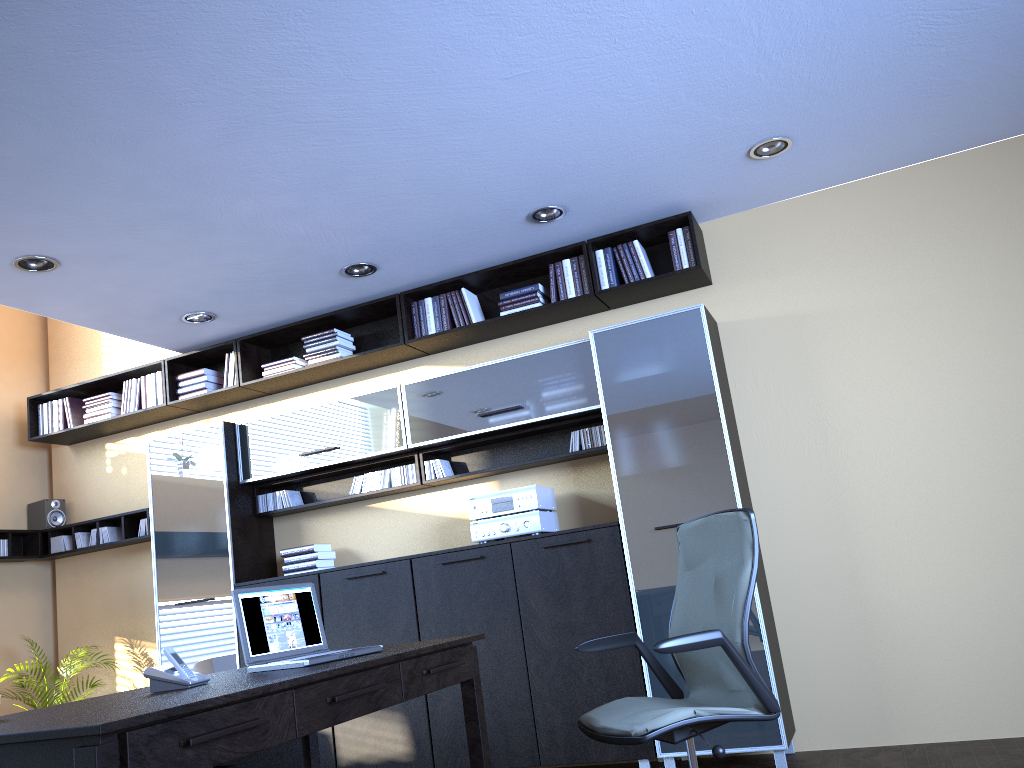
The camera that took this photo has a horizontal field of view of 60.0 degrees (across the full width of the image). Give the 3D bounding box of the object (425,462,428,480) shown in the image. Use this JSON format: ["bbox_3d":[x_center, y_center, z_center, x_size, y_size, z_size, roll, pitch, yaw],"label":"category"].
[{"bbox_3d":[-0.513,0.556,5.628,0.006,0.118,0.140,-12,-13,20],"label":"object"}]

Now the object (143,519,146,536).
[{"bbox_3d":[-2.609,1.038,6.423,0.030,0.119,0.143,-12,-13,20],"label":"object"}]

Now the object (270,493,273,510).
[{"bbox_3d":[-1.594,0.804,6.036,0.006,0.118,0.140,-12,-13,20],"label":"object"}]

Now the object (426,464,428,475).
[{"bbox_3d":[-0.503,0.555,5.629,0.009,0.119,0.143,-12,-13,20],"label":"object"}]

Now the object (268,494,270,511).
[{"bbox_3d":[-1.612,0.809,6.044,0.006,0.118,0.140,-12,-13,20],"label":"object"}]

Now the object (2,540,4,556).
[{"bbox_3d":[-3.742,1.199,6.429,0.142,0.119,0.009,-13,-13,20],"label":"object"}]

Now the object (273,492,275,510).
[{"bbox_3d":[-1.574,0.801,6.033,0.009,0.119,0.143,-12,-13,20],"label":"object"}]

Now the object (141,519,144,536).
[{"bbox_3d":[-2.628,1.043,6.430,0.030,0.119,0.143,-12,-13,20],"label":"object"}]

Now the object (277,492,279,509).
[{"bbox_3d":[-1.548,0.794,6.019,0.006,0.118,0.140,-12,-13,20],"label":"object"}]

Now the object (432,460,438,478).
[{"bbox_3d":[-0.455,0.545,5.613,0.026,0.117,0.140,-12,-13,20],"label":"object"}]

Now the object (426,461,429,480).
[{"bbox_3d":[-0.503,0.555,5.627,0.006,0.118,0.140,-12,-13,20],"label":"object"}]

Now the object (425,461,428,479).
[{"bbox_3d":[-0.512,0.557,5.632,0.009,0.119,0.143,-12,-13,20],"label":"object"}]

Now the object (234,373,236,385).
[{"bbox_3d":[-1.861,-0.088,6.203,0.075,0.258,0.208,-12,-13,20],"label":"object"}]

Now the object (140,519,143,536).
[{"bbox_3d":[-2.637,1.045,6.434,0.030,0.119,0.143,-12,-13,20],"label":"object"}]

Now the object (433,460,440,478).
[{"bbox_3d":[-0.447,0.543,5.607,0.030,0.119,0.143,-12,-13,20],"label":"object"}]

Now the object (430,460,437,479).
[{"bbox_3d":[-0.475,0.549,5.620,0.009,0.119,0.143,-12,-13,20],"label":"object"}]

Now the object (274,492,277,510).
[{"bbox_3d":[-1.566,0.798,6.028,0.009,0.119,0.143,-12,-13,20],"label":"object"}]

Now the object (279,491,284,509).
[{"bbox_3d":[-1.528,0.790,6.017,0.009,0.119,0.143,-12,-13,20],"label":"object"}]

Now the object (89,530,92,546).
[{"bbox_3d":[-3.079,1.147,6.600,0.040,0.118,0.143,-12,-13,20],"label":"object"}]

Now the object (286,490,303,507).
[{"bbox_3d":[-1.467,0.777,5.991,0.040,0.118,0.143,-12,-13,20],"label":"object"}]

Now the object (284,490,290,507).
[{"bbox_3d":[-1.483,0.779,5.993,0.030,0.119,0.143,-12,-13,20],"label":"object"}]

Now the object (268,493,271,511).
[{"bbox_3d":[-1.612,0.809,6.046,0.009,0.119,0.143,-12,-13,20],"label":"object"}]

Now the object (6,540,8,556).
[{"bbox_3d":[-3.730,1.204,6.457,0.142,0.119,0.009,-13,-13,20],"label":"object"}]

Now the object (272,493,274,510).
[{"bbox_3d":[-1.583,0.803,6.038,0.009,0.119,0.143,-12,-13,20],"label":"object"}]

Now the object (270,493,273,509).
[{"bbox_3d":[-1.594,0.805,6.038,0.009,0.119,0.143,-12,-13,20],"label":"object"}]

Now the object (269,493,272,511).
[{"bbox_3d":[-1.603,0.806,6.040,0.006,0.118,0.140,-12,-13,20],"label":"object"}]

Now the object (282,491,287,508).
[{"bbox_3d":[-1.500,0.784,6.003,0.030,0.119,0.143,-12,-13,20],"label":"object"}]

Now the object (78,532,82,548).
[{"bbox_3d":[-3.182,1.170,6.639,0.030,0.119,0.143,-12,-13,20],"label":"object"}]

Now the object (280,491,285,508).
[{"bbox_3d":[-1.510,0.786,6.006,0.026,0.117,0.140,-12,-13,20],"label":"object"}]

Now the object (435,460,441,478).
[{"bbox_3d":[-0.437,0.540,5.604,0.030,0.119,0.143,-12,-13,20],"label":"object"}]

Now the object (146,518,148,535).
[{"bbox_3d":[-2.590,1.034,6.416,0.009,0.119,0.143,-12,-13,20],"label":"object"}]

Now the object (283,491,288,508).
[{"bbox_3d":[-1.489,0.782,6.003,0.030,0.119,0.143,-12,-13,20],"label":"object"}]

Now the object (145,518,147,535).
[{"bbox_3d":[-2.608,1.038,6.423,0.030,0.123,0.142,-12,-13,20],"label":"object"}]

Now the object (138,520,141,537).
[{"bbox_3d":[-2.651,1.049,6.439,0.040,0.118,0.143,-12,-13,20],"label":"object"}]

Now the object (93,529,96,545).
[{"bbox_3d":[-3.046,1.139,6.588,0.030,0.119,0.143,-12,-13,20],"label":"object"}]

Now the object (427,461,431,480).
[{"bbox_3d":[-0.495,0.552,5.622,0.009,0.119,0.143,-12,-13,20],"label":"object"}]

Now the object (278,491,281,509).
[{"bbox_3d":[-1.539,0.792,6.016,0.009,0.119,0.143,-12,-13,20],"label":"object"}]

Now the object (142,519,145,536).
[{"bbox_3d":[-2.618,1.041,6.427,0.030,0.119,0.143,-12,-13,20],"label":"object"}]

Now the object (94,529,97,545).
[{"bbox_3d":[-3.037,1.136,6.584,0.030,0.119,0.143,-12,-13,20],"label":"object"}]

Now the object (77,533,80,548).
[{"bbox_3d":[-3.191,1.172,6.642,0.030,0.119,0.143,-12,-13,20],"label":"object"}]

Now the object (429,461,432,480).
[{"bbox_3d":[-0.484,0.551,5.623,0.009,0.119,0.143,-12,-13,20],"label":"object"}]

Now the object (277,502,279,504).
[{"bbox_3d":[-1.547,0.794,6.022,0.009,0.119,0.143,-12,-13,20],"label":"object"}]

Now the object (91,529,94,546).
[{"bbox_3d":[-3.065,1.143,6.595,0.030,0.119,0.143,-12,-13,20],"label":"object"}]

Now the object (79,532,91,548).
[{"bbox_3d":[-3.168,1.167,6.633,0.040,0.118,0.143,-12,-13,20],"label":"object"}]

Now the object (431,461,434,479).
[{"bbox_3d":[-0.475,0.549,5.618,0.006,0.118,0.140,-12,-13,20],"label":"object"}]

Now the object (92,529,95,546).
[{"bbox_3d":[-3.056,1.141,6.592,0.030,0.119,0.143,-12,-13,20],"label":"object"}]

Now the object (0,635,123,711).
[{"bbox_3d":[-3.073,2.283,6.037,0.841,1.234,0.692,1,-15,-35],"label":"object"}]

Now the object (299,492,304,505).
[{"bbox_3d":[-1.465,0.778,5.996,0.036,0.115,0.140,-12,-13,20],"label":"object"}]

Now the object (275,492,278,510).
[{"bbox_3d":[-1.557,0.796,6.024,0.009,0.119,0.143,-12,-13,20],"label":"object"}]
